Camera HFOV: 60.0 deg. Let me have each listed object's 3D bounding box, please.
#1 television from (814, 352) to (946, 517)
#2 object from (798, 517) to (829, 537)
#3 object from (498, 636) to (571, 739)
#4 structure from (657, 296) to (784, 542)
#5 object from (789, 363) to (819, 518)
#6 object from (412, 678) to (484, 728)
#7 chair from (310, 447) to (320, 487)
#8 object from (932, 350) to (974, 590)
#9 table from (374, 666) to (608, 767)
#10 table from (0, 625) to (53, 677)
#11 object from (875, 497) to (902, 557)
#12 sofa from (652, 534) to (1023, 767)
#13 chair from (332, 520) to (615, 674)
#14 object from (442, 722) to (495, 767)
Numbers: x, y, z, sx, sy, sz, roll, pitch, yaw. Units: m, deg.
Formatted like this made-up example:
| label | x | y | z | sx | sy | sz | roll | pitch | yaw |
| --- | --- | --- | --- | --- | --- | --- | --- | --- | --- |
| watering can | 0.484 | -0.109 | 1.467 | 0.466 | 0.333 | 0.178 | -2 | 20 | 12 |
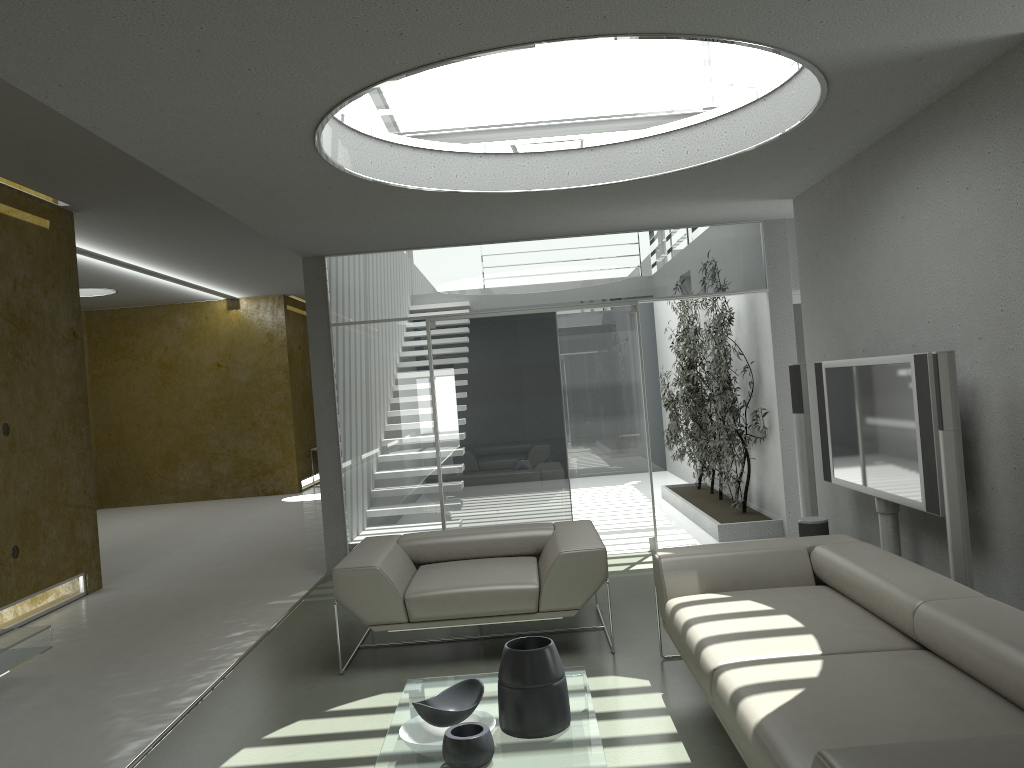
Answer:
| label | x | y | z | sx | sy | sz | roll | pitch | yaw |
| --- | --- | --- | --- | --- | --- | --- | --- | --- | --- |
| television | 2.053 | 0.238 | 4.969 | 0.127 | 0.781 | 1.603 | -5 | 0 | 0 |
| object | 1.957 | 1.101 | 5.724 | 0.175 | 0.461 | 0.185 | -5 | 0 | -5 |
| object | 0.075 | 1.116 | 3.292 | 0.265 | 0.309 | 0.265 | -5 | 0 | -17 |
| structure | 1.926 | 0.051 | 9.208 | 0.646 | 2.589 | 3.371 | -5 | 0 | 0 |
| object | 2.032 | 0.590 | 6.114 | 0.310 | 1.469 | 0.310 | -5 | 0 | 27 |
| object | -0.239 | 1.235 | 3.394 | 0.223 | 0.125 | 0.317 | -5 | 0 | 37 |
| chair | -3.156 | 1.451 | 15.953 | 0.710 | 0.667 | 0.800 | -5 | 0 | 0 |
| object | 1.947 | 0.587 | 3.877 | 0.310 | 1.469 | 0.310 | -4 | 0 | -23 |
| table | -0.070 | 1.383 | 3.207 | 0.790 | 0.200 | 1.500 | -5 | 0 | 0 |
| table | -3.112 | 1.583 | 4.694 | 0.900 | 0.300 | 0.900 | -5 | 0 | 0 |
| object | 2.057 | 0.975 | 4.966 | 0.323 | 0.689 | 0.882 | -5 | 0 | 0 |
| sofa | 1.228 | 1.085 | 3.193 | 1.037 | 0.585 | 2.791 | -5 | 0 | 0 |
| chair | -0.204 | 1.210 | 5.229 | 1.481 | 0.583 | 1.039 | -5 | 0 | 0 |
| object | -0.148 | 1.231 | 3.009 | 0.177 | 0.113 | 0.177 | -4 | 0 | -19 |
